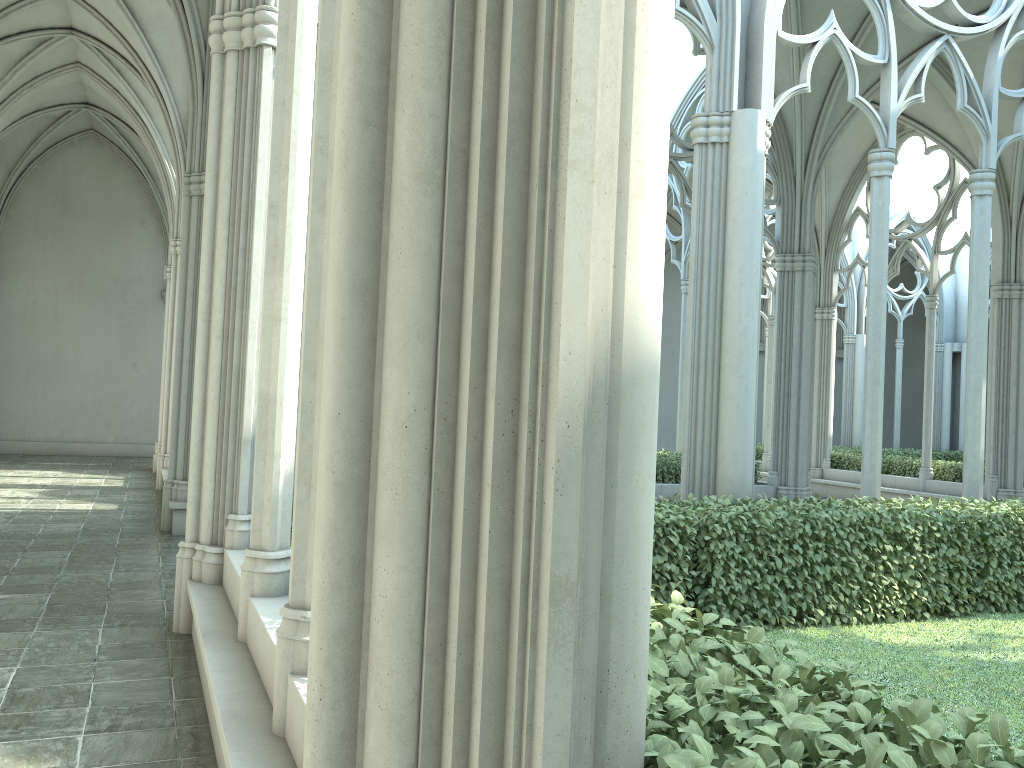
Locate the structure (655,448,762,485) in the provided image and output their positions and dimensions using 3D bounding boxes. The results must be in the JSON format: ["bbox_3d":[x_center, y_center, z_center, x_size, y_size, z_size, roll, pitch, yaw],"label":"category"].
[{"bbox_3d":[-1.327,1.431,15.742,8.018,0.963,7.995,3,-2,-22],"label":"structure"}]

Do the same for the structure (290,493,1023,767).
[{"bbox_3d":[3.678,1.304,3.661,8.018,0.963,7.995,3,-2,-22],"label":"structure"}]

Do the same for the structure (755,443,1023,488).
[{"bbox_3d":[10.726,2.119,20.735,8.018,0.963,7.995,3,-2,-22],"label":"structure"}]
